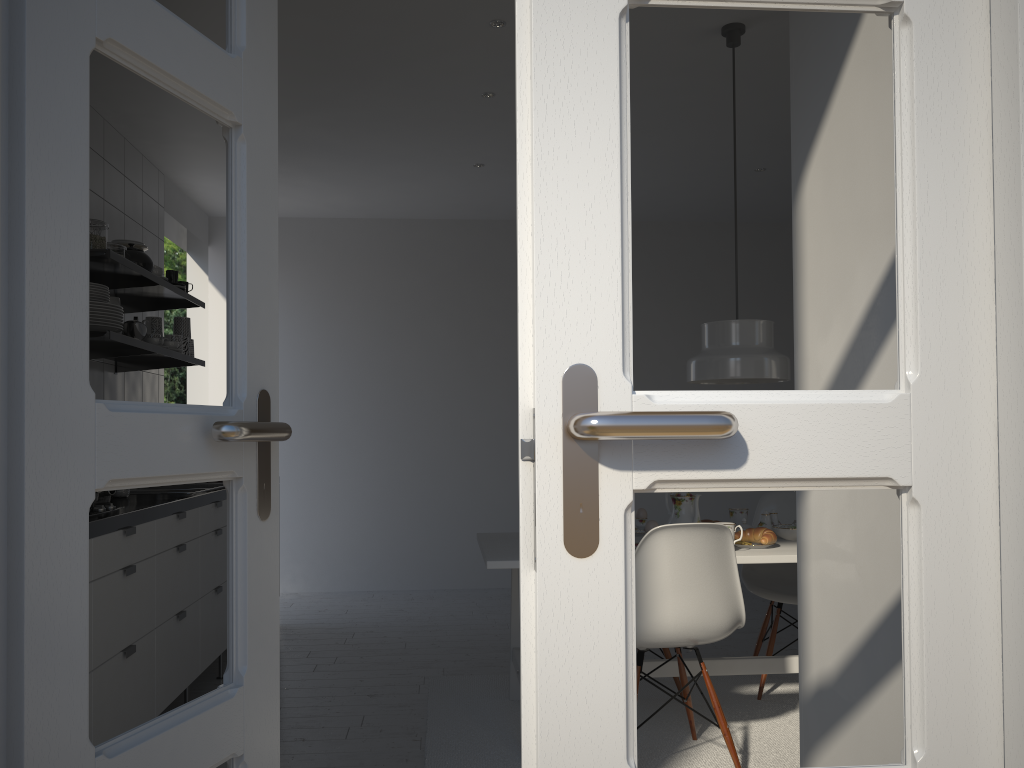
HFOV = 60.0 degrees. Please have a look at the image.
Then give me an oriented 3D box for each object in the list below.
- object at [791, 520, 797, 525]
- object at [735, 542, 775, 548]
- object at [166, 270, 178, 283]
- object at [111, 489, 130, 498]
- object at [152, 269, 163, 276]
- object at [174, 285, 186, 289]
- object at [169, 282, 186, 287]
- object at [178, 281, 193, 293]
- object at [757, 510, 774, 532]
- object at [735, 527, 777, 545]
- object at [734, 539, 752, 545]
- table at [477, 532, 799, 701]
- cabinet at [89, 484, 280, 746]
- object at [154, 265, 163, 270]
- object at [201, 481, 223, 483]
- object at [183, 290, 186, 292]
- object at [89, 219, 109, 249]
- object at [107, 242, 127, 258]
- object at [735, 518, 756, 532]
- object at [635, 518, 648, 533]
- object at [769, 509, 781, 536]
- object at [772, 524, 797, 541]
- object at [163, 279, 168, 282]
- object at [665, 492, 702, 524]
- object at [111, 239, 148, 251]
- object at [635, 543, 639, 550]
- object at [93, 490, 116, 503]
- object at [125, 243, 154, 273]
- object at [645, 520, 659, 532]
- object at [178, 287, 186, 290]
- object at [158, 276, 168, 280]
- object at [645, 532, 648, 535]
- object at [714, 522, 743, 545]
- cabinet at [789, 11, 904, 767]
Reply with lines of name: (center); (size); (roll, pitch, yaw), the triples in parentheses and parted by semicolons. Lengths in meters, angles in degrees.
object: (1.051, 0.534, 3.344); (0.031, 0.032, 0.138); (-2, -4, 40)
object: (0.838, 0.560, 3.092); (0.158, 0.016, 0.158); (2, -4, -34)
object: (-1.580, -0.487, 4.106); (0.055, 0.078, 0.070); (-1, -2, 16)
object: (-1.477, 0.359, 3.337); (0.069, 0.135, 0.069); (0, -2, -25)
object: (-1.574, -0.476, 3.894); (0.082, 0.050, 0.079); (1, -3, -31)
object: (-1.578, -0.442, 4.115); (0.121, 0.023, 0.121); (-2, -4, 27)
object: (-1.578, -0.451, 4.112); (0.121, 0.023, 0.121); (-3, -4, 36)
object: (-1.558, -0.446, 4.208); (0.070, 0.077, 0.055); (1, -3, -41)
object: (0.970, 0.533, 3.385); (0.065, 0.102, 0.069); (0, -2, -5)
object: (0.854, 0.531, 3.096); (0.124, 0.057, 0.161); (2, -4, -40)
object: (0.807, 0.551, 3.076); (0.070, 0.036, 0.109); (-3, -4, 44)
table: (0.801, 0.908, 3.262); (1.825, 0.660, 0.815); (0, -2, -5)
cabinet: (-1.518, 0.872, 3.422); (0.662, 0.794, 3.243); (0, -3, -5)
object: (-1.574, -0.505, 3.895); (0.078, 0.067, 0.083); (-1, -3, 10)
object: (-1.480, 0.446, 4.519); (0.211, 0.100, 0.301); (0, -3, -2)
object: (-1.578, -0.423, 4.114); (0.121, 0.021, 0.121); (1, -4, -27)
object: (-1.541, -0.529, 3.242); (0.121, 0.130, 0.121); (0, -2, -19)
object: (-1.544, -0.494, 3.399); (0.121, 0.079, 0.121); (0, -3, -19)
object: (0.860, 0.537, 3.282); (0.140, 0.083, 0.187); (0, -3, -5)
object: (0.514, 0.561, 3.517); (0.048, 0.057, 0.048); (-2, -3, 36)
object: (1.013, 0.536, 3.437); (0.065, 0.102, 0.069); (0, -2, -5)
object: (1.048, 0.549, 3.286); (0.158, 0.058, 0.158); (0, -3, -14)
object: (-1.575, -0.445, 3.895); (0.121, 0.021, 0.121); (0, -3, 0)
object: (0.633, 0.465, 3.281); (0.140, 0.230, 0.149); (-1, -2, 14)
object: (-1.792, -0.640, 4.149); (0.163, 0.047, 0.164); (-4, -5, 45)
object: (0.478, 0.559, 3.019); (0.201, 0.016, 0.201); (-1, -3, 0)
object: (-1.486, 0.379, 3.025); (0.232, 0.060, 0.352); (1, -4, -26)
object: (-1.575, -0.510, 3.670); (0.178, 0.142, 0.200); (-2, -3, 37)
object: (0.478, 0.495, 3.021); (0.048, 0.063, 0.048); (0, -2, 0)
object: (-1.578, -0.432, 4.114); (0.121, 0.021, 0.121); (0, -3, 0)
object: (-1.575, -0.455, 3.892); (0.121, 0.024, 0.121); (0, -3, -9)
object: (0.478, 0.532, 3.020); (0.048, 0.057, 0.048); (-2, -3, 36)
object: (0.719, 0.515, 2.977); (0.091, 0.095, 0.078); (0, -2, -6)
cabinet: (1.317, 0.098, 1.709); (1.377, 2.095, 0.513); (0, -1, -5)
